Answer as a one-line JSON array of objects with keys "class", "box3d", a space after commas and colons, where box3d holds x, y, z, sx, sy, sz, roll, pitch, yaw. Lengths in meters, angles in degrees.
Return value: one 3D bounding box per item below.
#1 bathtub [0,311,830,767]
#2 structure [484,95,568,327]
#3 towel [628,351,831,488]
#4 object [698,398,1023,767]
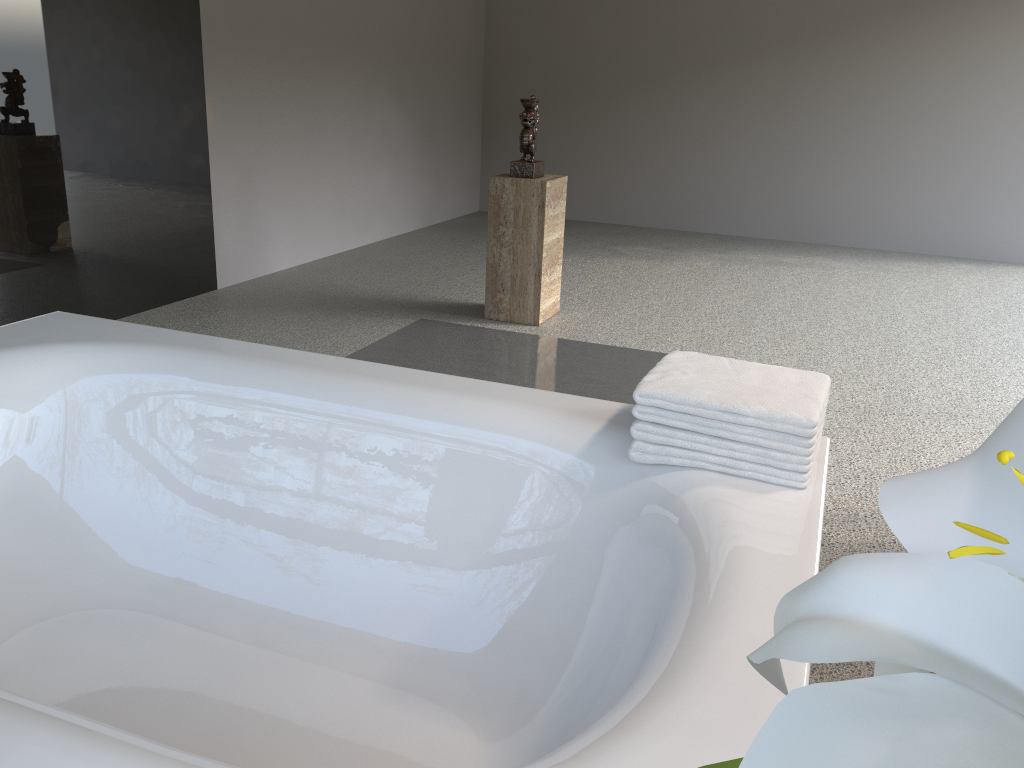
[{"class": "bathtub", "box3d": [-0.537, 0.383, 1.531, 1.959, 0.503, 1.331, 9, 20, 19]}, {"class": "structure", "box3d": [0.077, -0.857, 4.354, 0.292, 1.071, 0.329, 9, 20, 19]}, {"class": "towel", "box3d": [0.409, 0.055, 1.654, 0.322, 0.144, 0.306, 10, 20, 21]}, {"class": "object", "box3d": [0.289, 0.201, 0.247, 0.460, 0.793, 0.450, -14, 25, -40]}]
